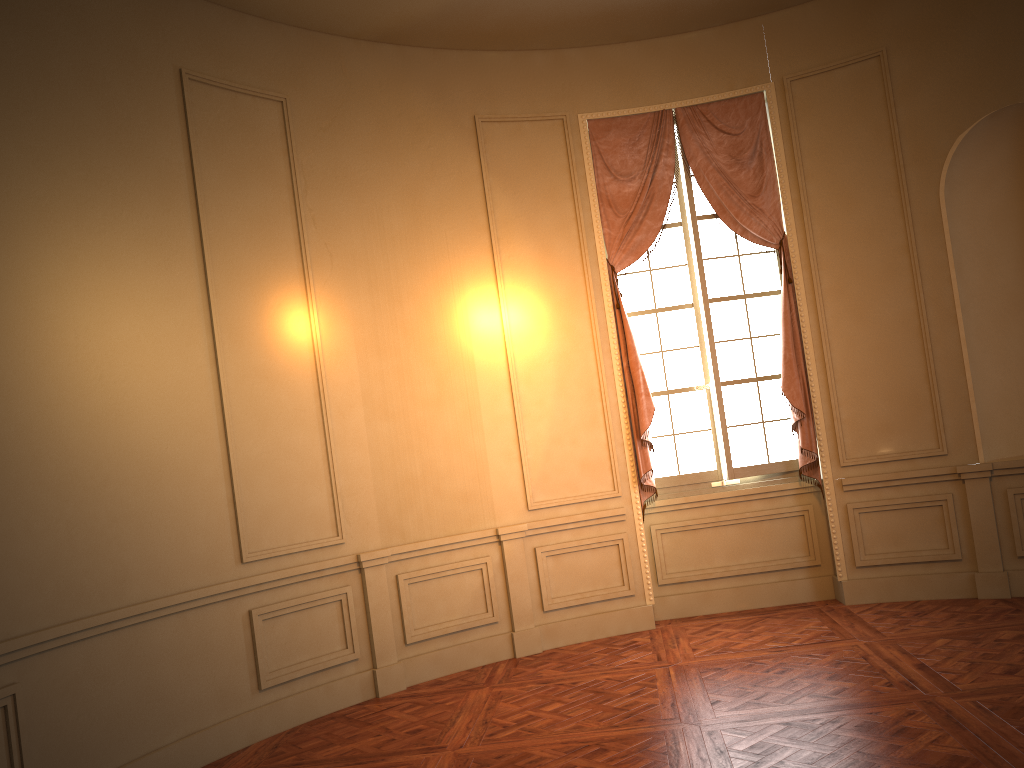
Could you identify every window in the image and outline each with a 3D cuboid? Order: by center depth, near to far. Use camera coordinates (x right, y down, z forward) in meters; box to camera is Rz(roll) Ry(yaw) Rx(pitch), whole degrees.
[{"bbox_3d":[1.401,-0.609,6.602,1.305,2.834,0.153,-8,-2,4],"label":"window"}]

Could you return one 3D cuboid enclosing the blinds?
[{"bbox_3d":[1.392,-0.560,6.372,1.329,2.975,0.287,-8,-2,3],"label":"blinds"}]
